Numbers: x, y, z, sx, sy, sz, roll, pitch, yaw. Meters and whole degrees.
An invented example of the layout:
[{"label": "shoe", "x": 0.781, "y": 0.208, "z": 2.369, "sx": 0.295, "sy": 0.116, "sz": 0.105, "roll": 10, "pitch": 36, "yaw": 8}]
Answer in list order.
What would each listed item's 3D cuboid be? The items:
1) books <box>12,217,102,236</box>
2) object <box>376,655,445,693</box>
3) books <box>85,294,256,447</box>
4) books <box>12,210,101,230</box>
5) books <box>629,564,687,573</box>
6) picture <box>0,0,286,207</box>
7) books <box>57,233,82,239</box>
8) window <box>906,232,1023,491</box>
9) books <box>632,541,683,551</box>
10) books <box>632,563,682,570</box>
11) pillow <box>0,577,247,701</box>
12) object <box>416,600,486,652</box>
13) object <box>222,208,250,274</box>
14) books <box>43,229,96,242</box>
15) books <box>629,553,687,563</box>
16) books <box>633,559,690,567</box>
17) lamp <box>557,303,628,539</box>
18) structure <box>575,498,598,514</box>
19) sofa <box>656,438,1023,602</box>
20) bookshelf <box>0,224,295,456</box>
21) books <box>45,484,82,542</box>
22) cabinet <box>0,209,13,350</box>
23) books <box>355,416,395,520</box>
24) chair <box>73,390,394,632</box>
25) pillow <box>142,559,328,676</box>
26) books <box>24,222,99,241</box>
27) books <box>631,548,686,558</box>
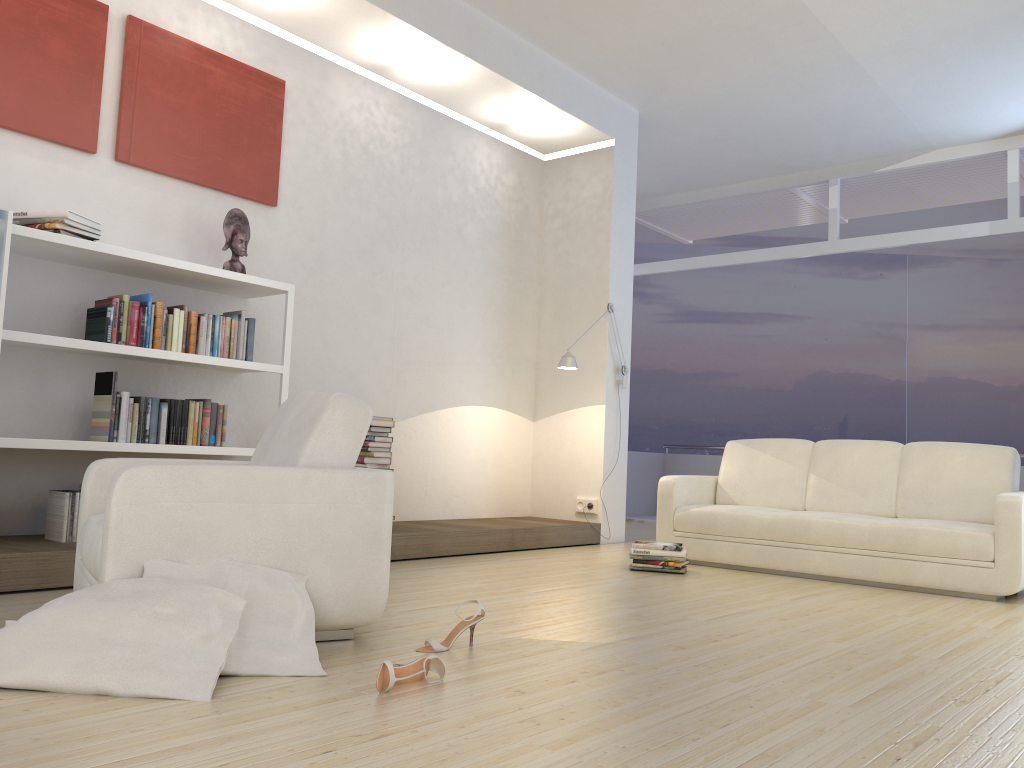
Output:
[{"label": "books", "x": -2.178, "y": -0.745, "z": 4.222, "sx": 0.328, "sy": 0.027, "sz": 0.247, "roll": 1, "pitch": -5, "yaw": 15}, {"label": "object", "x": -0.312, "y": 0.796, "z": 2.470, "sx": 0.121, "sy": 0.091, "sz": 0.287, "roll": -1, "pitch": -6, "yaw": 38}, {"label": "books", "x": -1.751, "y": -0.059, "z": 4.581, "sx": 0.215, "sy": 0.743, "sz": 0.831, "roll": -1, "pitch": -6, "yaw": 39}, {"label": "books", "x": -2.177, "y": -0.777, "z": 4.225, "sx": 0.319, "sy": 0.038, "sz": 0.247, "roll": 2, "pitch": -5, "yaw": 11}, {"label": "books", "x": 0.886, "y": 1.113, "z": 5.374, "sx": 0.328, "sy": 0.018, "sz": 0.247, "roll": 1, "pitch": -5, "yaw": 15}, {"label": "picture", "x": -2.454, "y": -1.631, "z": 4.232, "sx": 0.030, "sy": 0.794, "sz": 3.227, "roll": -1, "pitch": -6, "yaw": 39}, {"label": "books", "x": -2.181, "y": -0.678, "z": 4.216, "sx": 0.328, "sy": 0.018, "sz": 0.247, "roll": 1, "pitch": -5, "yaw": 15}, {"label": "window", "x": 4.725, "y": 0.045, "z": 7.077, "sx": 2.988, "sy": 2.706, "sz": 0.012, "roll": -1, "pitch": -6, "yaw": 39}, {"label": "books", "x": 0.886, "y": 0.983, "z": 5.386, "sx": 0.287, "sy": 0.025, "sz": 0.247, "roll": 1, "pitch": -5, "yaw": 13}, {"label": "books", "x": 0.881, "y": 1.095, "z": 5.377, "sx": 0.287, "sy": 0.018, "sz": 0.247, "roll": 1, "pitch": -5, "yaw": 13}, {"label": "pillow", "x": -1.098, "y": 0.678, "z": 2.383, "sx": 0.712, "sy": 0.287, "sz": 0.299, "roll": 2, "pitch": -5, "yaw": 2}, {"label": "object", "x": -0.203, "y": 0.806, "z": 2.969, "sx": 0.265, "sy": 0.149, "sz": 0.089, "roll": 6, "pitch": -6, "yaw": -37}, {"label": "object", "x": -1.543, "y": -0.784, "z": 4.968, "sx": 0.133, "sy": 0.409, "sz": 0.138, "roll": 3, "pitch": -5, "yaw": -4}, {"label": "books", "x": -2.186, "y": -0.696, "z": 4.219, "sx": 0.287, "sy": 0.018, "sz": 0.247, "roll": 1, "pitch": -5, "yaw": 13}, {"label": "books", "x": 0.889, "y": 1.046, "z": 5.379, "sx": 0.328, "sy": 0.027, "sz": 0.247, "roll": 1, "pitch": -5, "yaw": 15}, {"label": "books", "x": 0.906, "y": 1.074, "z": 5.369, "sx": 0.287, "sy": 0.025, "sz": 0.247, "roll": 0, "pitch": -5, "yaw": 24}, {"label": "lamp", "x": 0.583, "y": 0.265, "z": 6.769, "sx": 0.204, "sy": 1.841, "sz": 0.891, "roll": -1, "pitch": -6, "yaw": 35}, {"label": "structure", "x": 0.584, "y": 0.958, "z": 6.974, "sx": 0.206, "sy": 0.114, "sz": 0.028, "roll": -1, "pitch": -6, "yaw": 39}, {"label": "sofa", "x": 2.093, "y": 0.773, "z": 5.620, "sx": 2.166, "sy": 0.862, "sz": 0.941, "roll": -1, "pitch": -6, "yaw": 39}, {"label": "bookshelf", "x": -1.940, "y": 0.066, "z": 4.485, "sx": 0.465, "sy": 1.396, "sz": 1.599, "roll": -1, "pitch": -6, "yaw": 39}, {"label": "books", "x": -1.749, "y": 0.640, "z": 4.534, "sx": 1.125, "sy": 0.281, "sz": 0.274, "roll": 7, "pitch": -7, "yaw": -43}, {"label": "cabinet", "x": -2.881, "y": -0.085, "z": 3.174, "sx": 0.689, "sy": 1.396, "sz": 1.670, "roll": -1, "pitch": -6, "yaw": 39}, {"label": "books", "x": -0.893, "y": 0.554, "z": 5.567, "sx": 0.329, "sy": 0.694, "sz": 0.270, "roll": -1, "pitch": -6, "yaw": 39}, {"label": "chair", "x": -0.994, "y": 0.413, "z": 3.162, "sx": 0.941, "sy": 0.828, "sz": 0.919, "roll": 5, "pitch": -6, "yaw": -30}, {"label": "pillow", "x": -0.858, "y": 0.669, "z": 2.550, "sx": 0.615, "sy": 0.315, "sz": 0.312, "roll": 5, "pitch": -5, "yaw": -23}, {"label": "books", "x": -2.162, "y": -0.717, "z": 4.212, "sx": 0.287, "sy": 0.025, "sz": 0.247, "roll": 0, "pitch": -5, "yaw": 24}, {"label": "books", "x": 0.891, "y": 1.014, "z": 5.382, "sx": 0.319, "sy": 0.038, "sz": 0.247, "roll": 2, "pitch": -5, "yaw": 11}]
